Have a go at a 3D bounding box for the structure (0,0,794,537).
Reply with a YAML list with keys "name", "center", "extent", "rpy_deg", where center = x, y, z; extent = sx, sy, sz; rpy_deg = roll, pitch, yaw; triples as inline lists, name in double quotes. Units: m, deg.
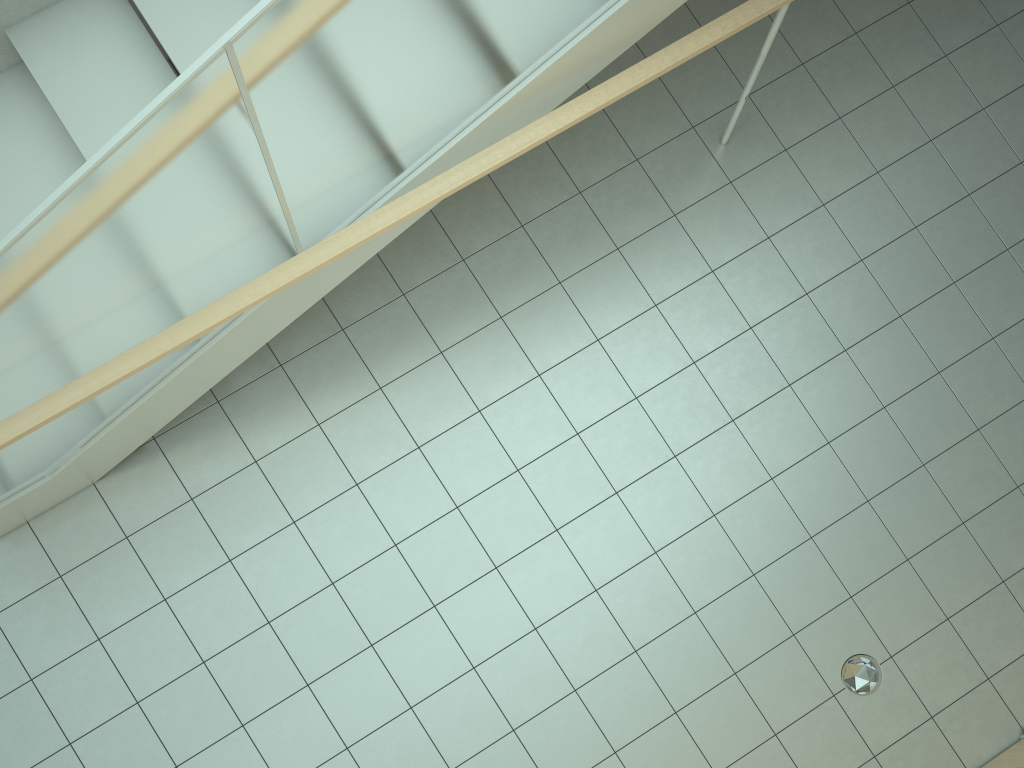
- name: "structure"
  center: [2.543, -3.789, 2.486]
  extent: [12.311, 4.540, 1.820]
  rpy_deg: [-31, 75, -7]
